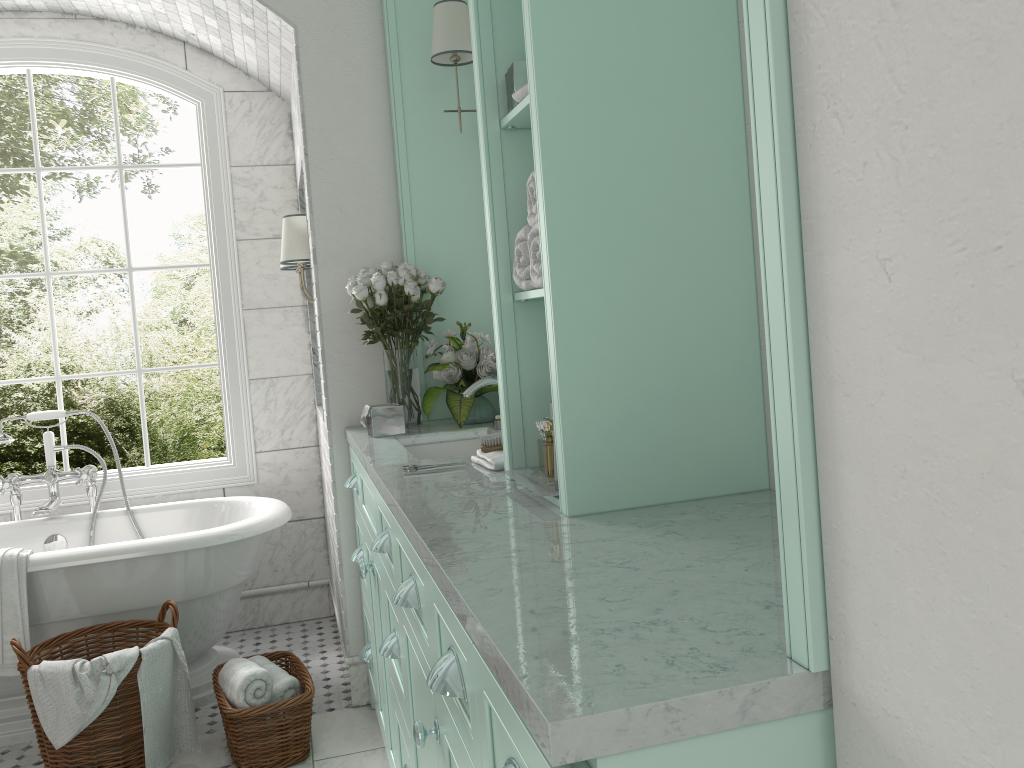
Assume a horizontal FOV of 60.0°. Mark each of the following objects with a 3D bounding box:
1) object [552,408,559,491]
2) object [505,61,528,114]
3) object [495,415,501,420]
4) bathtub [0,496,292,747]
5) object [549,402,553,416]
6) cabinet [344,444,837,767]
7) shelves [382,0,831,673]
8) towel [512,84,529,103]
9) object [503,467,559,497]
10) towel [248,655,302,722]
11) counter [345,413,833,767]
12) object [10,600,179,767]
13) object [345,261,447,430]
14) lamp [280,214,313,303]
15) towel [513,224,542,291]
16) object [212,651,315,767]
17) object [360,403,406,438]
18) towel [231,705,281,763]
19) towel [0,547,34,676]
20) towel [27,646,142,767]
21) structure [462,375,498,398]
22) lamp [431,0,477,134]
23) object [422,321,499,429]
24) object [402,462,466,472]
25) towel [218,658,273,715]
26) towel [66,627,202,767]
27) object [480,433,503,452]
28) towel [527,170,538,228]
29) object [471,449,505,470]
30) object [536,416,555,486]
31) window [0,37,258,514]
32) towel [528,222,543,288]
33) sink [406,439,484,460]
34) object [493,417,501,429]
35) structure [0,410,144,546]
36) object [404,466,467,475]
[{"bbox_3d":[0.110,0.136,1.899,0.050,0.179,0.050,-5,2,-12],"label":"object"},{"bbox_3d":[0.055,-0.687,2.072,0.122,0.105,0.118,-5,3,-9],"label":"object"},{"bbox_3d":[-0.034,0.119,3.192,0.051,0.022,0.077,-4,4,6],"label":"object"},{"bbox_3d":[-2.030,1.026,3.821,2.167,0.757,0.942,-5,4,-14],"label":"bathtub"},{"bbox_3d":[0.109,0.127,2.079,0.035,0.169,0.093,-5,3,-15],"label":"object"},{"bbox_3d":[0.103,0.804,2.339,0.863,1.096,2.801,-5,4,-14],"label":"cabinet"},{"bbox_3d":[0.103,-0.850,2.310,0.465,2.120,2.812,-5,4,-14],"label":"shelves"},{"bbox_3d":[0.184,-0.651,1.904,0.317,0.056,0.239,-6,4,-18],"label":"towel"},{"bbox_3d":[0.229,0.204,2.028,0.438,0.008,0.350,-6,5,-14],"label":"object"},{"bbox_3d":[-0.913,1.153,3.380,0.165,0.185,0.312,-7,5,-45],"label":"towel"},{"bbox_3d":[0.074,0.170,2.323,0.824,0.181,2.810,-6,4,-14],"label":"counter"},{"bbox_3d":[-1.469,1.127,3.191,0.518,0.569,0.520,-3,3,17],"label":"object"},{"bbox_3d":[-0.431,-0.148,3.413,0.391,0.652,0.356,-5,3,-3],"label":"object"},{"bbox_3d":[-0.917,-0.566,4.107,0.309,0.383,0.548,-5,4,-14],"label":"lamp"},{"bbox_3d":[0.162,-0.304,2.075,0.311,0.163,0.153,-5,3,-15],"label":"towel"},{"bbox_3d":[-0.931,1.230,3.333,0.346,0.260,0.550,-6,4,-24],"label":"object"},{"bbox_3d":[-0.482,0.130,3.260,0.147,0.112,0.136,-6,4,-19],"label":"object"},{"bbox_3d":[-0.951,1.267,3.272,0.153,0.162,0.311,-6,4,-24],"label":"towel"},{"bbox_3d":[-2.029,0.874,3.411,0.375,0.462,0.453,-5,3,-12],"label":"towel"},{"bbox_3d":[-1.447,1.126,3.099,0.400,0.438,0.484,-5,3,-14],"label":"towel"},{"bbox_3d":[-0.042,0.073,2.954,0.235,0.204,0.103,-6,3,-25],"label":"structure"},{"bbox_3d":[-0.156,-1.209,3.407,0.309,0.487,0.183,-5,2,-16],"label":"lamp"},{"bbox_3d":[-0.154,-0.045,3.419,0.394,0.402,0.453,-5,3,-13],"label":"object"},{"bbox_3d":[-0.222,0.225,2.457,0.176,0.007,0.075,-6,5,-23],"label":"object"},{"bbox_3d":[-0.978,1.120,3.252,0.149,0.211,0.321,-6,4,-32],"label":"towel"},{"bbox_3d":[-1.414,1.141,3.169,0.460,0.468,0.383,-3,3,25],"label":"towel"},{"bbox_3d":[0.025,0.157,2.482,0.228,0.044,0.068,-5,4,-5],"label":"object"},{"bbox_3d":[0.186,-0.425,1.999,0.298,0.142,0.169,-5,4,-14],"label":"towel"},{"bbox_3d":[0.015,0.188,2.465,0.239,0.056,0.317,-6,5,-18],"label":"object"},{"bbox_3d":[0.089,0.146,1.994,0.063,0.147,0.093,-5,3,-9],"label":"object"},{"bbox_3d":[-2.322,-0.549,4.443,1.833,2.320,0.118,-5,2,-15],"label":"window"},{"bbox_3d":[0.195,-0.296,1.941,0.304,0.159,0.160,-5,3,-14],"label":"towel"},{"bbox_3d":[-0.172,0.259,2.932,0.347,0.079,0.603,-6,4,-14],"label":"sink"},{"bbox_3d":[-0.029,0.138,3.211,0.080,0.035,0.134,-4,4,4],"label":"object"},{"bbox_3d":[-2.046,0.764,4.186,0.779,1.284,0.341,-5,2,-4],"label":"structure"},{"bbox_3d":[-0.204,0.230,2.360,0.167,0.005,0.020,-5,4,-10],"label":"object"}]
